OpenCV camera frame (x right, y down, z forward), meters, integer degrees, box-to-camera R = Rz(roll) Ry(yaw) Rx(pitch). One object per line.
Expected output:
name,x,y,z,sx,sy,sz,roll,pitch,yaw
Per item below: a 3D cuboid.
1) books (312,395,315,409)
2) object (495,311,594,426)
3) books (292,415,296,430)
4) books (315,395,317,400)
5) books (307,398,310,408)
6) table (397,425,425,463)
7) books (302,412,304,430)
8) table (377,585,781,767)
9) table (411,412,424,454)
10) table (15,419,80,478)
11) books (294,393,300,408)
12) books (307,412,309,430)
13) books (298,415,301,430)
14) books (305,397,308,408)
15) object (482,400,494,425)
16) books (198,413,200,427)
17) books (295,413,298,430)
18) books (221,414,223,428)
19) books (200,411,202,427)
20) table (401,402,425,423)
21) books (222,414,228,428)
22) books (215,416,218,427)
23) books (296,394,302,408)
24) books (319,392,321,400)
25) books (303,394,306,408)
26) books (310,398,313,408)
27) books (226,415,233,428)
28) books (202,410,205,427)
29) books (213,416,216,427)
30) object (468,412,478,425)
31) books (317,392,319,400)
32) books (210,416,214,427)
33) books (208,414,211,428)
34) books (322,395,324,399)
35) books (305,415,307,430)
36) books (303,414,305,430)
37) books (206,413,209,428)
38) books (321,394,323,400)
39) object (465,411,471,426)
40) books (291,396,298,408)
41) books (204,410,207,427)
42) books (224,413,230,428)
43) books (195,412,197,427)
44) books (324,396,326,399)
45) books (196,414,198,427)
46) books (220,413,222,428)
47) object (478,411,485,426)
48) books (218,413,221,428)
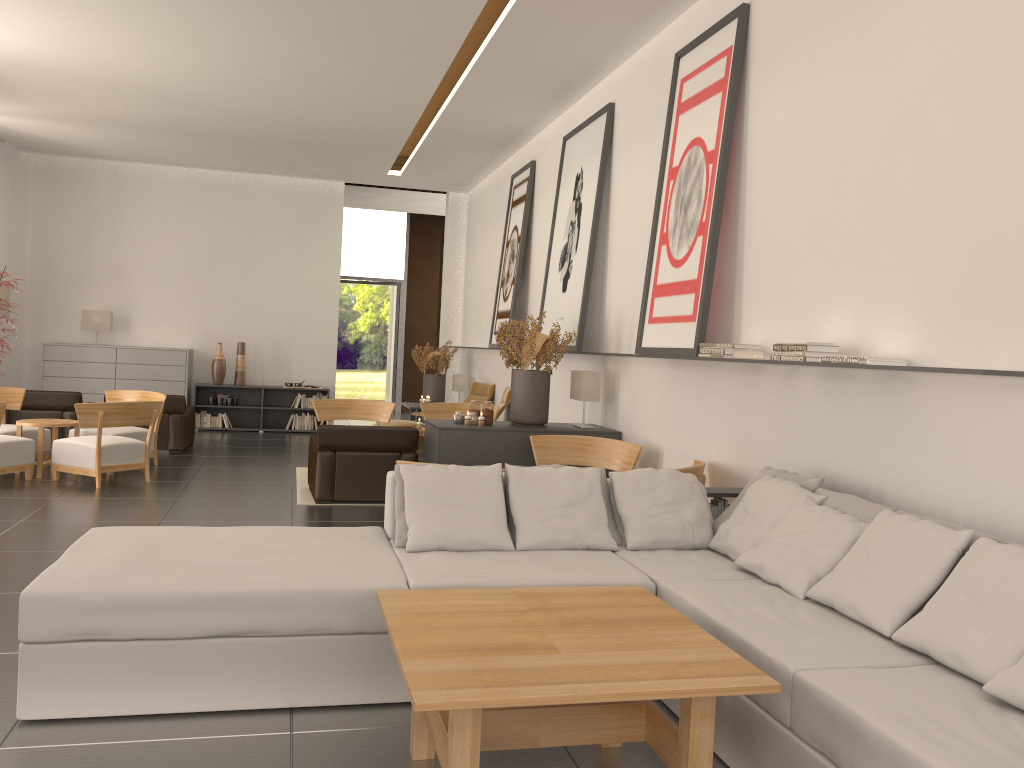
books,-4.781,0.429,21.372,0.054,0.311,0.244,3,2,-14
object,0.467,-0.216,11.922,1.422,1.553,1.437,3,2,-2
books,-5.238,0.914,21.295,0.071,0.344,0.265,3,2,-14
books,-4.735,0.427,21.387,0.039,0.318,0.236,3,2,-14
books,-4.899,0.454,21.383,0.054,0.249,0.167,3,1,-14
table,-1.541,1.148,14.327,0.797,0.903,0.798,3,2,8
books,-5.044,0.890,21.360,0.031,0.406,0.231,3,1,-14
table,0.182,1.654,4.442,1.600,0.840,1.601,2,2,-14
table,-1.653,1.019,17.891,0.797,0.903,0.798,2,2,-36
table,-7.066,0.968,13.495,0.870,0.803,0.870,3,2,9
books,-5.160,0.393,21.281,0.138,0.354,0.236,3,1,-14
books,-4.925,0.895,21.382,0.041,0.404,0.245,3,1,-14
books,-5.119,0.926,21.329,0.057,0.327,0.257,3,2,-14
books,-4.953,0.452,21.369,0.054,0.249,0.167,3,1,-14
object,-0.315,0.370,11.628,0.157,0.325,0.157,3,1,23
books,-7.313,0.848,20.756,0.039,0.312,0.246,3,2,-14
books,-5.186,0.899,21.316,0.041,0.377,0.248,3,1,-14
books,-6.828,0.871,20.881,0.017,0.305,0.239,3,2,-14
books,-7.277,0.826,20.783,0.039,0.358,0.210,3,1,-14
table,-1.735,0.931,20.824,1.600,0.840,1.601,2,2,-14
books,-6.755,0.867,20.892,0.130,0.322,0.252,3,2,-14
books,-6.949,0.893,20.889,0.054,0.249,0.167,3,1,-14
books,-5.123,0.411,21.282,0.130,0.322,0.252,3,2,-14
books,-4.643,0.397,21.418,0.029,0.385,0.220,3,1,-14
books,-5.004,0.410,21.345,0.054,0.328,0.187,3,1,-14
books,-4.845,0.456,21.396,0.054,0.249,0.167,3,1,-14
books,-6.663,0.885,20.916,0.142,0.289,0.252,2,2,-14
books,-7.240,0.814,20.787,0.029,0.385,0.220,3,1,-14
books,-7.003,0.891,20.875,0.054,0.249,0.167,3,1,-14
object,-0.513,0.449,11.497,0.157,0.158,0.158,1,2,-41
books,-4.694,0.396,21.398,0.039,0.384,0.233,3,1,-14
books,-7.057,0.889,20.862,0.054,0.249,0.167,3,1,-14
books,-7.100,0.857,20.810,0.054,0.311,0.244,3,2,-14
books,-4.567,0.437,21.424,0.039,0.312,0.246,3,2,-14
books,-4.967,0.928,21.371,0.041,0.335,0.248,3,2,-14
books,-5.010,0.905,21.374,0.041,0.377,0.221,3,1,-14
books,-7.148,0.852,20.803,0.039,0.318,0.236,3,2,-14
books,-4.610,0.412,21.431,0.039,0.358,0.210,3,1,-14
object,-0.566,0.436,11.374,0.076,0.187,0.076,3,1,3
books,-5.217,0.422,21.259,0.142,0.289,0.252,2,2,-14
books,-7.186,0.817,20.794,0.039,0.384,0.233,3,1,-14
books,-6.721,0.852,20.909,0.138,0.354,0.236,3,1,-14
books,-7.391,0.832,20.733,0.022,0.338,0.253,3,2,-14
books,-4.526,0.442,21.445,0.048,0.305,0.226,3,2,-14
books,-7.360,0.849,20.755,0.048,0.305,0.226,3,2,-14
books,-6.845,0.861,20.869,0.019,0.324,0.254,3,2,-14
object,-0.391,0.446,11.339,0.080,0.187,0.080,3,1,-5
books,-6.890,0.856,20.892,0.054,0.328,0.187,3,1,-14
